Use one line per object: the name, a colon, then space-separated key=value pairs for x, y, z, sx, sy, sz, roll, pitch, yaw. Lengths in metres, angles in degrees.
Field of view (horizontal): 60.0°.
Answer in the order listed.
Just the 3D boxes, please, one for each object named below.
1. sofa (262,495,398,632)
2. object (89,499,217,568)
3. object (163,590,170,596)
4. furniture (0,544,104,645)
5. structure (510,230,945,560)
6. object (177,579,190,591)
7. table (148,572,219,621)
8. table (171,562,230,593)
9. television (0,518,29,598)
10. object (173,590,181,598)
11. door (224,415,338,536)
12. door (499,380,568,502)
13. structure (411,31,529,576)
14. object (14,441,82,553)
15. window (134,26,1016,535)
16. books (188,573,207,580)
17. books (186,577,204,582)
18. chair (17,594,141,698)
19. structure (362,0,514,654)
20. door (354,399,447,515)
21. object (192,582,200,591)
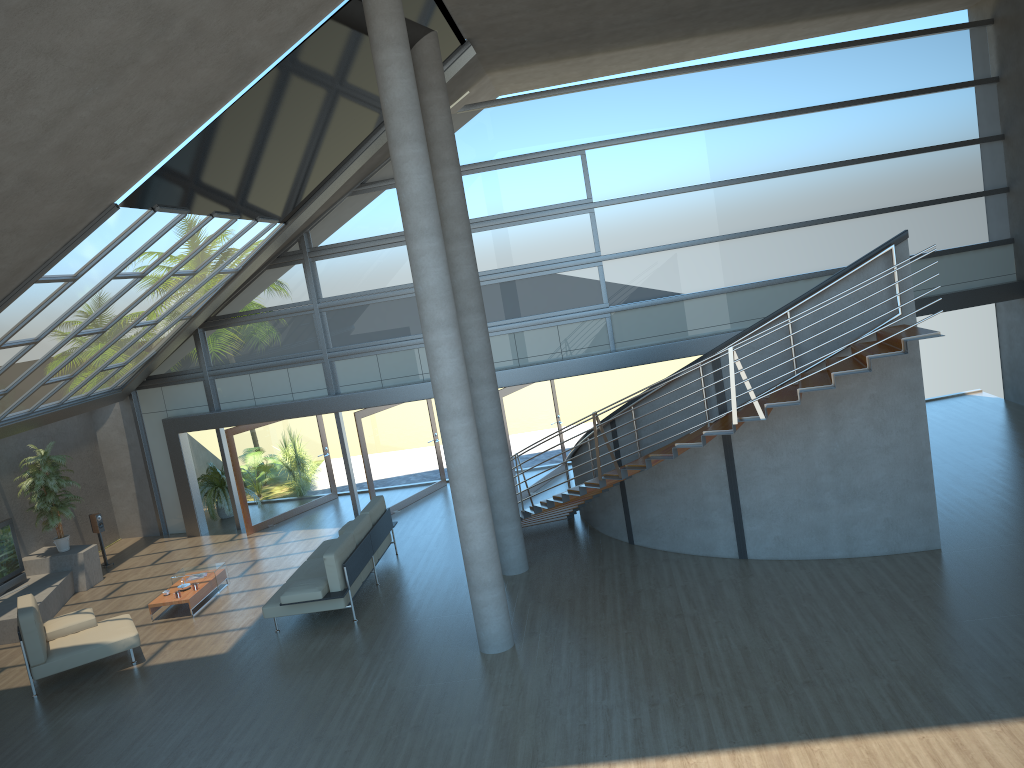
sofa: x=-2.455 y=2.392 z=12.201 sx=1.166 sy=0.947 sz=3.079 roll=-9 pitch=7 yaw=6
object: x=-9.025 y=3.344 z=13.300 sx=7.863 sy=0.982 sz=21.345 roll=-8 pitch=7 yaw=9
object: x=-4.861 y=2.928 z=12.472 sx=0.102 sy=0.086 sz=0.100 roll=-8 pitch=7 yaw=10
furniture: x=-7.330 y=3.179 z=13.705 sx=1.577 sy=0.610 sz=2.936 roll=-9 pitch=7 yaw=6
structure: x=1.862 y=0.423 z=11.000 sx=6.809 sy=3.653 sz=2.349 roll=-2 pitch=10 yaw=44
object: x=-4.659 y=2.841 z=12.580 sx=0.178 sy=0.161 sz=0.178 roll=-16 pitch=10 yaw=-42
table: x=-4.638 y=3.023 z=12.764 sx=0.600 sy=0.250 sz=1.200 roll=-9 pitch=7 yaw=6
table: x=-4.612 y=2.913 z=13.152 sx=0.680 sy=0.342 sz=0.400 roll=-9 pitch=7 yaw=6
television: x=-7.871 y=2.740 z=13.221 sx=0.396 sy=1.063 sz=1.568 roll=-9 pitch=7 yaw=6
object: x=-4.629 y=2.908 z=12.269 sx=0.085 sy=0.101 sz=0.070 roll=-9 pitch=7 yaw=5
door: x=-4.316 y=1.552 z=16.846 sx=0.200 sy=1.977 sz=2.298 roll=-4 pitch=9 yaw=35
door: x=0.409 y=0.869 z=15.970 sx=0.200 sy=1.977 sz=2.298 roll=-6 pitch=8 yaw=27
structure: x=-0.551 y=-1.001 z=11.374 sx=0.381 sy=7.125 sz=0.382 roll=-16 pitch=10 yaw=-40
object: x=-7.550 y=1.846 z=14.513 sx=0.932 sy=1.857 sz=0.895 roll=-15 pitch=9 yaw=-35
window: x=0.843 y=-1.534 z=15.625 sx=16.616 sy=6.630 sz=1.098 roll=-9 pitch=7 yaw=4
books: x=-4.647 y=2.844 z=13.121 sx=0.275 sy=0.005 sz=0.189 roll=-11 pitch=7 yaw=-11
books: x=-4.668 y=2.857 z=13.073 sx=0.275 sy=0.005 sz=0.189 roll=-11 pitch=8 yaw=-13
chair: x=-5.339 y=2.997 z=10.907 sx=1.244 sy=1.023 sz=1.217 roll=-14 pitch=8 yaw=-28
structure: x=-0.752 y=-0.668 z=9.081 sx=0.381 sy=7.125 sz=0.382 roll=-9 pitch=7 yaw=6
door: x=-1.998 y=1.234 z=16.291 sx=0.200 sy=1.977 sz=2.298 roll=-5 pitch=8 yaw=29
object: x=-4.460 y=2.849 z=12.498 sx=0.070 sy=0.101 sz=0.085 roll=-5 pitch=9 yaw=34
